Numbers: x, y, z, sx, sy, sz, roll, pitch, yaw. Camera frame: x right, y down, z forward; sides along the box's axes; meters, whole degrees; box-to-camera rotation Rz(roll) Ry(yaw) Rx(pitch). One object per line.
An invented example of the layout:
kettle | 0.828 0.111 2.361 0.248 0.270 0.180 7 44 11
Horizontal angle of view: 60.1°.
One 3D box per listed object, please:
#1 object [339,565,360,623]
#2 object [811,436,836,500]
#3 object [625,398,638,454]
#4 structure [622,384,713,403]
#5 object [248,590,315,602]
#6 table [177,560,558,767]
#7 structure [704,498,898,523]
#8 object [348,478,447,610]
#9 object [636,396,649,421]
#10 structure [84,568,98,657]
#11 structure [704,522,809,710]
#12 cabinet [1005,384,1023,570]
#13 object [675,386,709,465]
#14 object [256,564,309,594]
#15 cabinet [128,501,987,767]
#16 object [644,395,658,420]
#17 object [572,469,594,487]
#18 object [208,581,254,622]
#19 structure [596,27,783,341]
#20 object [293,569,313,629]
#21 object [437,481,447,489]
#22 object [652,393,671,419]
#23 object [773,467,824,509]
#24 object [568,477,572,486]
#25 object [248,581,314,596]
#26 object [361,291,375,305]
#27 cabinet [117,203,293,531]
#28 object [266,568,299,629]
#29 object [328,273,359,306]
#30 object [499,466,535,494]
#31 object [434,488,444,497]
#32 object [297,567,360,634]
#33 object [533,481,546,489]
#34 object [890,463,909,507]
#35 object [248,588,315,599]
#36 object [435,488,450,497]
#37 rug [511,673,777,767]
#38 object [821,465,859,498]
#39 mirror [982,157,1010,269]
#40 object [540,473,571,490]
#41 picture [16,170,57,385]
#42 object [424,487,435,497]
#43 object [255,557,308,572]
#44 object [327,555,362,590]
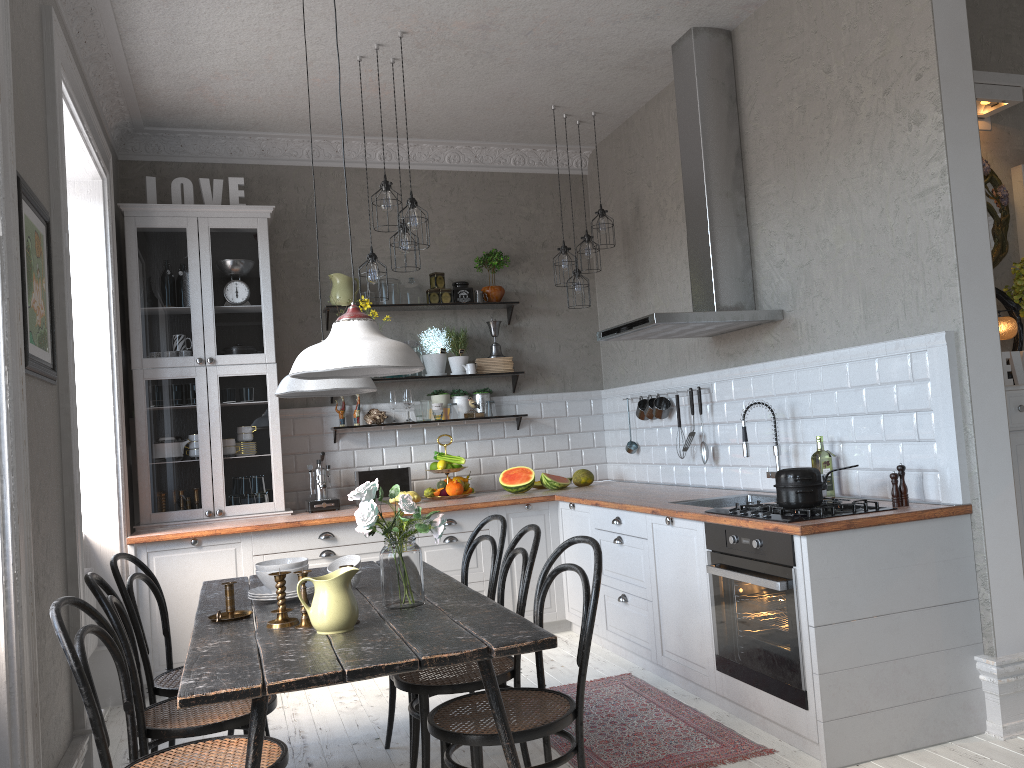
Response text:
object | -0.486 0.623 2.623 0.059 0.167 0.059 -4 -3 -5
object | 1.408 0.374 3.979 0.091 0.282 0.080 -3 -3 -18
object | 0.795 0.282 5.965 0.078 0.378 0.081 -3 -3 -19
structure | 0.939 0.066 5.516 0.096 0.053 1.071 -3 -3 -18
object | -0.799 0.743 3.106 0.238 0.027 0.237 -4 -3 -1
table | -0.565 1.099 2.976 0.917 0.735 1.894 -3 -3 -18
structure | 1.137 0.494 3.553 0.503 0.031 0.597 -3 -3 -19
object | -0.355 0.499 2.806 0.316 0.414 0.248 -3 -3 -21
object | 0.859 0.155 5.724 0.109 0.161 0.136 -4 -3 -7
structure | -2.001 1.107 3.967 0.151 0.428 1.205 -3 -3 -20
structure | 1.190 0.855 3.538 0.627 0.623 0.614 -3 -3 -19
cabinet | 2.200 0.650 3.673 0.675 1.297 0.378 -3 -3 -19
object | 1.023 0.244 5.120 0.082 0.443 0.325 -3 -3 -17
object | -0.803 0.690 3.108 0.183 0.094 0.176 -3 -4 -28
cabinet | 0.153 1.075 4.675 4.124 0.854 2.022 -6 -4 27
object | 0.897 0.146 5.604 0.110 0.161 0.135 -3 -3 -17
object | 0.485 0.639 6.041 0.129 0.119 0.208 -6 -4 34
object | -0.903 0.693 2.835 0.142 0.112 0.136 -2 -4 -36
structure | 0.851 -1.069 4.669 0.722 1.595 0.702 -3 -3 -19
object | -0.614 0.630 2.614 0.062 0.172 0.062 -4 -3 3
object | -0.453 0.675 5.883 0.078 0.076 0.155 -5 -3 8
object | 0.926 0.137 5.481 0.108 0.161 0.136 -4 -3 -1
object | 1.101 0.398 3.398 0.194 0.147 0.189 -2 -4 -39
object | 0.342 0.673 6.040 0.118 0.073 0.204 -6 -4 35
object | -0.800 0.726 3.107 0.237 0.027 0.238 -4 -3 4
object | -0.964 -0.561 5.931 0.104 0.111 0.102 -3 -3 -19
cabinet | -1.864 -0.102 5.429 0.891 1.920 0.382 -3 -3 -19
object | -0.693 0.638 2.662 0.098 0.172 0.094 -2 -4 -37
object | -1.103 -0.611 5.825 0.191 0.216 0.172 -4 -3 -5
object | 0.035 0.632 5.804 0.235 0.174 0.218 -4 -3 3
object | -0.481 0.709 5.777 0.085 0.057 0.089 -5 -3 13
object | -0.514 0.618 2.526 0.133 0.170 0.152 -6 -4 32
object | 0.200 0.689 6.090 0.201 0.067 0.102 -4 -3 -13
object | 1.510 0.393 3.456 0.074 0.166 0.035 -3 -3 -19
object | -0.800 0.734 3.106 0.232 0.027 0.242 -7 -4 39
object | -0.471 0.718 5.797 0.071 0.076 0.224 -2 -4 -36
rug | 0.455 1.425 3.749 0.746 0.014 1.272 -3 -3 -18
object | 1.290 0.409 3.704 0.300 0.134 0.176 -5 -3 15
mirror | 2.041 -0.767 3.963 0.540 0.593 0.070 -3 -3 -20
object | 0.298 0.639 5.844 0.229 0.127 0.145 -2 -4 -36
picture | -1.554 -0.323 2.898 0.020 0.619 0.514 -3 -3 -18
object | -0.530 0.710 5.798 0.076 0.072 0.153 -5 -3 11
object | -0.805 0.670 3.109 0.183 0.094 0.176 -3 -4 -28
object | -0.608 0.689 3.222 0.125 0.119 0.127 -4 -3 -3
